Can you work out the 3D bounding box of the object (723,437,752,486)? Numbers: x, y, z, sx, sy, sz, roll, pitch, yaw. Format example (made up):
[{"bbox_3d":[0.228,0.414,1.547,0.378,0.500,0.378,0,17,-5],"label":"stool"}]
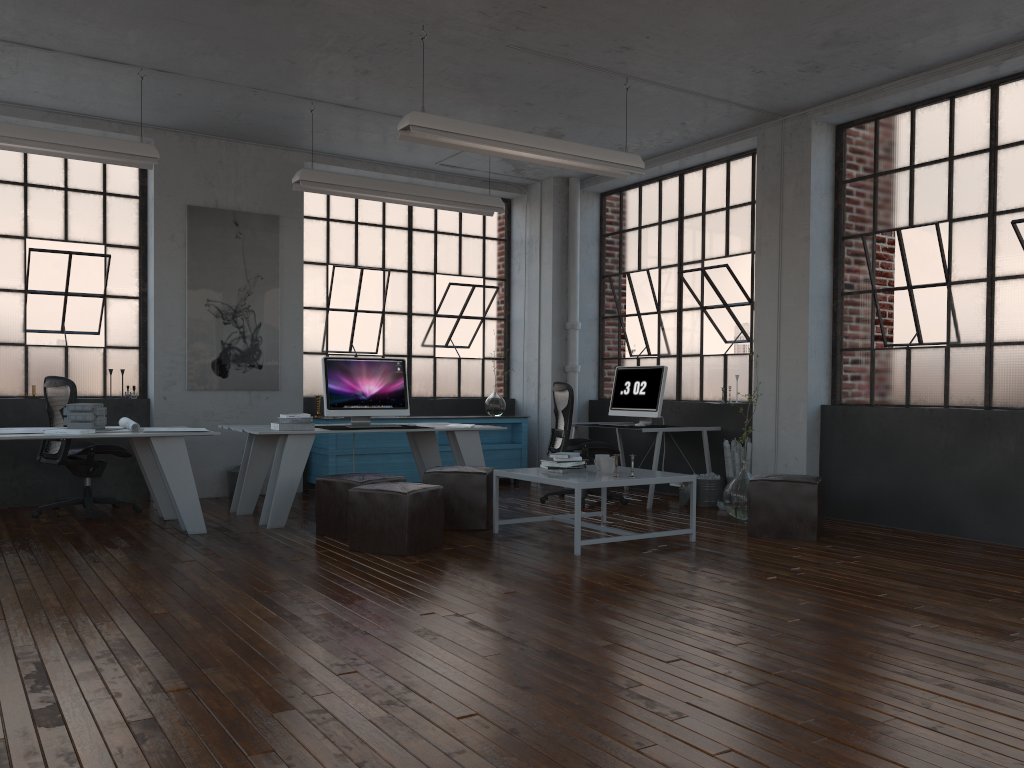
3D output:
[{"bbox_3d":[1.994,0.760,7.718,0.293,0.628,0.274,1,1,9],"label":"object"}]

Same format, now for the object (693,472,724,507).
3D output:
[{"bbox_3d":[1.711,0.920,7.777,0.290,0.294,0.290,1,1,15],"label":"object"}]

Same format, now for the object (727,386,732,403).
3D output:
[{"bbox_3d":[1.992,0.097,8.103,0.066,0.160,0.066,0,1,-1],"label":"object"}]

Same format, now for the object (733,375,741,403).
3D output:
[{"bbox_3d":[2.037,0.046,8.026,0.084,0.257,0.084,0,1,-10],"label":"object"}]

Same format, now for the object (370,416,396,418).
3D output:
[{"bbox_3d":[-1.298,0.322,8.707,0.253,0.014,0.187,1,0,-33],"label":"object"}]

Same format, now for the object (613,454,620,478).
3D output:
[{"bbox_3d":[0.675,0.530,5.734,0.052,0.148,0.052,1,1,8],"label":"object"}]

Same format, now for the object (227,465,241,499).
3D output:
[{"bbox_3d":[-2.449,0.879,8.080,0.292,0.308,0.292,0,1,-4],"label":"object"}]

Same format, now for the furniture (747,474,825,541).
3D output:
[{"bbox_3d":[1.949,0.875,6.291,0.503,0.461,0.503,1,0,24],"label":"furniture"}]

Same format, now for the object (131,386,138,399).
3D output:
[{"bbox_3d":[-3.355,0.071,7.870,0.058,0.117,0.032,0,1,-19],"label":"object"}]

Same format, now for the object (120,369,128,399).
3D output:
[{"bbox_3d":[-3.446,-0.001,7.846,0.085,0.260,0.085,1,1,21],"label":"object"}]

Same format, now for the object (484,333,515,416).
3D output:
[{"bbox_3d":[-0.100,-0.122,9.516,0.434,0.940,0.231,1,1,39],"label":"object"}]

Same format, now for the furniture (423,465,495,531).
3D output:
[{"bbox_3d":[-0.384,0.837,6.543,0.503,0.461,0.503,1,0,6],"label":"furniture"}]

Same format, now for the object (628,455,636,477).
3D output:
[{"bbox_3d":[0.785,0.529,5.767,0.055,0.153,0.055,1,1,34],"label":"object"}]

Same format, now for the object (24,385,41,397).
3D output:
[{"bbox_3d":[-4.032,0.061,7.475,0.124,0.100,0.124,0,0,-10],"label":"object"}]

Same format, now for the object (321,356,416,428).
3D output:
[{"bbox_3d":[-1.135,0.063,7.082,0.714,0.553,0.377,0,1,-31],"label":"object"}]

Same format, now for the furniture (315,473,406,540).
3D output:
[{"bbox_3d":[-1.040,0.840,6.118,0.480,0.439,0.479,1,1,36],"label":"furniture"}]

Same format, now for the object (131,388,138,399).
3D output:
[{"bbox_3d":[-3.384,0.079,7.939,0.058,0.102,0.032,1,1,2],"label":"object"}]

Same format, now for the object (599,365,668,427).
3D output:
[{"bbox_3d":[1.105,0.108,8.230,0.377,0.553,0.714,0,0,-31],"label":"object"}]

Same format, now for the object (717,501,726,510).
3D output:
[{"bbox_3d":[1.808,1.044,7.562,0.125,0.107,0.095,1,1,9],"label":"object"}]

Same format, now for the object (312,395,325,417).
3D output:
[{"bbox_3d":[-1.893,0.207,8.661,0.132,0.237,0.132,1,1,23],"label":"object"}]

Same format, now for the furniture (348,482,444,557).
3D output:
[{"bbox_3d":[-0.726,0.844,5.590,0.471,0.431,0.470,1,0,26],"label":"furniture"}]

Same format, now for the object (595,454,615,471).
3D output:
[{"bbox_3d":[0.643,0.549,6.184,0.129,0.109,0.100,0,1,-24],"label":"object"}]

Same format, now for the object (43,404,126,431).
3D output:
[{"bbox_3d":[-2.986,0.231,6.223,0.416,0.183,0.389,0,0,-3],"label":"object"}]

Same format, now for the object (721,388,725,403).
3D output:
[{"bbox_3d":[1.933,0.101,8.122,0.055,0.153,0.055,1,1,17],"label":"object"}]

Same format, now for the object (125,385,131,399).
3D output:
[{"bbox_3d":[-3.420,0.071,7.895,0.058,0.117,0.032,1,1,18],"label":"object"}]

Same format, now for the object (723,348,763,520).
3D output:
[{"bbox_3d":[1.814,0.384,6.792,0.330,1.340,0.618,1,1,4],"label":"object"}]

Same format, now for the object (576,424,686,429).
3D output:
[{"bbox_3d":[1.099,0.391,8.236,0.687,0.008,0.848,1,0,-31],"label":"object"}]

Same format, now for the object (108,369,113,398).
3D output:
[{"bbox_3d":[-3.534,-0.002,7.809,0.085,0.260,0.085,1,1,21],"label":"object"}]

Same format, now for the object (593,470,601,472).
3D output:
[{"bbox_3d":[0.633,0.603,6.179,0.137,0.003,0.137,1,0,-12],"label":"object"}]

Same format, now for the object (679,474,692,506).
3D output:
[{"bbox_3d":[1.514,0.929,7.750,0.107,0.281,0.293,0,0,-8],"label":"object"}]

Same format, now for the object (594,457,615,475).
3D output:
[{"bbox_3d":[0.627,0.547,5.903,0.129,0.109,0.100,0,1,-24],"label":"object"}]
